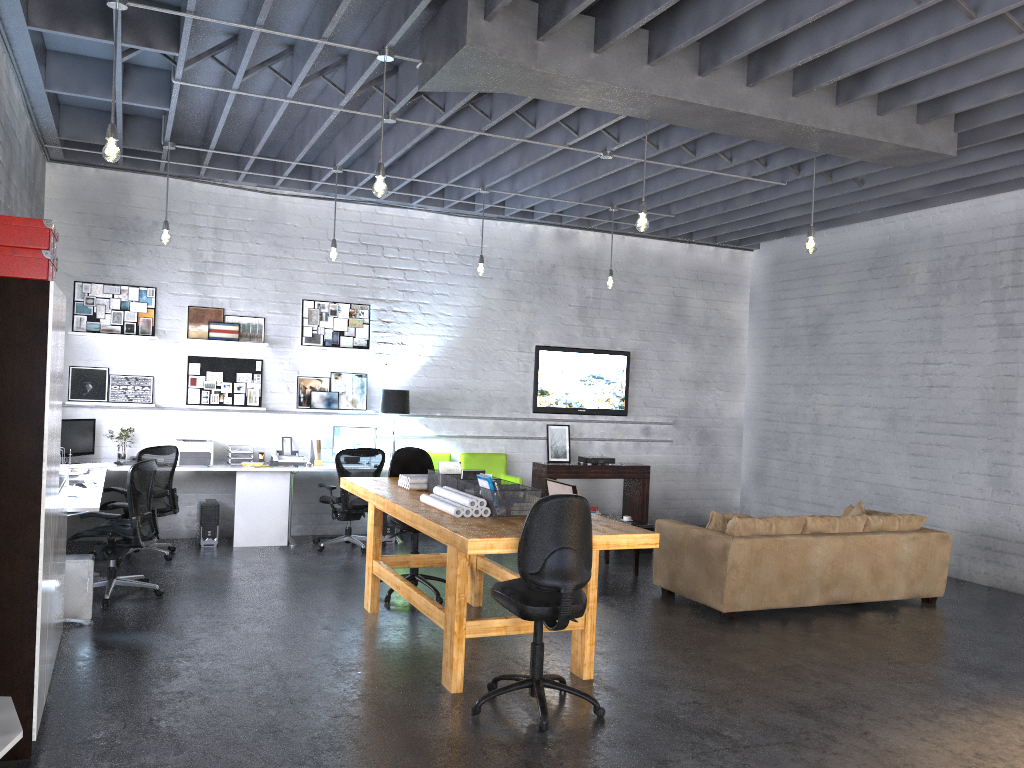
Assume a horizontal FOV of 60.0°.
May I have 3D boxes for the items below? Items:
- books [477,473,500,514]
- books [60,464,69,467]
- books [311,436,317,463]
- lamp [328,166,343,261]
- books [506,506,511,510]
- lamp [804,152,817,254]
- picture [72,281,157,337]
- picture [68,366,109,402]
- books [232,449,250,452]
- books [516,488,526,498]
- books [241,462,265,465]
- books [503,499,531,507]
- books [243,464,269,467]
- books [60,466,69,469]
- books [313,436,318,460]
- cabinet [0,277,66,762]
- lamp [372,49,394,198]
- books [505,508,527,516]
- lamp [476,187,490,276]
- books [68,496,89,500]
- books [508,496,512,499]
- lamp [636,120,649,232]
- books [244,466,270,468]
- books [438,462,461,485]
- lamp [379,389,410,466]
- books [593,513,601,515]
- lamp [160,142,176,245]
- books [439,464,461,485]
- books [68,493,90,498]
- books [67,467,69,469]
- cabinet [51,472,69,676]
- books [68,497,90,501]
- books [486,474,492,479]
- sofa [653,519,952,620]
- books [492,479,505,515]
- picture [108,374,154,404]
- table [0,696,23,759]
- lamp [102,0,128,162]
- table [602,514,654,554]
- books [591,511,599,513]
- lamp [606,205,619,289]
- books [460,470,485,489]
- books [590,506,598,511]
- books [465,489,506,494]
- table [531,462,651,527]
[{"bbox_3d":[-0.137,0.655,5.283,0.108,0.234,0.166,2,0,-24],"label":"books"},{"bbox_3d":[-3.981,0.703,7.626,0.297,0.006,0.210,3,0,-23],"label":"books"},{"bbox_3d":[-2.099,0.706,9.405,0.036,0.296,0.210,2,0,-24],"label":"books"},{"bbox_3d":[-1.653,-1.587,8.288,0.104,0.878,0.104,2,1,-24],"label":"lamp"},{"bbox_3d":[0.021,0.740,5.367,0.141,0.021,0.203,3,0,-23],"label":"books"},{"bbox_3d":[2.277,-1.424,6.703,0.104,0.878,0.104,3,1,20],"label":"lamp"},{"bbox_3d":[-3.923,-0.737,8.761,0.749,0.503,0.058,3,1,-24],"label":"picture"},{"bbox_3d":[-4.151,0.002,8.692,0.355,0.343,0.042,3,1,-24],"label":"picture"},{"bbox_3d":[-2.800,0.684,9.134,0.134,0.008,0.203,3,-1,-40],"label":"books"},{"bbox_3d":[-0.055,0.751,6.266,0.244,0.067,0.298,3,0,-14],"label":"books"},{"bbox_3d":[-2.591,0.795,8.868,0.211,0.014,0.148,3,0,-9],"label":"books"},{"bbox_3d":[0.020,0.718,5.360,0.127,0.022,0.181,3,0,-29],"label":"books"},{"bbox_3d":[-2.569,0.810,8.881,0.148,0.014,0.211,2,-1,41],"label":"books"},{"bbox_3d":[-3.979,0.714,7.622,0.297,0.006,0.210,3,0,-22],"label":"books"},{"bbox_3d":[-2.093,0.706,9.412,0.043,0.296,0.210,2,0,-24],"label":"books"},{"bbox_3d":[-2.309,0.572,4.137,0.291,2.047,0.873,2,0,-24],"label":"cabinet"},{"bbox_3d":[-0.784,-1.569,5.364,0.104,0.878,0.104,2,1,-24],"label":"lamp"},{"bbox_3d":[0.017,0.765,5.365,0.155,0.029,0.226,3,0,-24],"label":"books"},{"bbox_3d":[-0.296,-1.523,8.882,0.104,0.878,0.104,2,1,-24],"label":"lamp"},{"bbox_3d":[-3.044,0.774,6.088,0.209,0.012,0.158,3,0,0],"label":"books"},{"bbox_3d":[-0.150,0.709,5.630,0.250,0.022,0.205,3,0,-19],"label":"books"},{"bbox_3d":[0.915,-1.488,6.107,0.104,0.878,0.104,2,1,-24],"label":"lamp"},{"bbox_3d":[-2.559,0.825,8.899,0.148,0.014,0.211,2,0,31],"label":"books"},{"bbox_3d":[-0.442,0.659,6.314,0.171,0.210,0.046,2,1,-24],"label":"books"},{"bbox_3d":[-1.293,0.478,9.724,0.333,0.832,0.333,3,1,28],"label":"lamp"},{"bbox_3d":[0.844,1.431,9.794,0.223,0.026,0.161,2,0,36],"label":"books"},{"bbox_3d":[-2.995,-1.651,7.701,0.104,0.878,0.104,2,1,-24],"label":"lamp"},{"bbox_3d":[-0.432,0.666,6.284,0.158,0.200,0.082,2,0,-24],"label":"books"},{"bbox_3d":[-3.042,0.763,6.093,0.212,0.010,0.170,3,0,3],"label":"books"},{"bbox_3d":[-3.980,0.719,7.622,0.297,0.006,0.210,3,0,-24],"label":"books"},{"bbox_3d":[-2.836,1.068,5.053,0.465,1.021,1.151,2,0,-24],"label":"cabinet"},{"bbox_3d":[-3.041,0.785,6.087,0.213,0.012,0.158,3,0,1],"label":"books"},{"bbox_3d":[-0.211,0.679,5.827,0.143,0.188,0.061,2,0,-24],"label":"books"},{"bbox_3d":[2.463,1.518,7.586,2.331,0.628,1.104,3,0,-24],"label":"sofa"},{"bbox_3d":[-0.102,0.669,5.283,0.097,0.209,0.157,2,0,-24],"label":"books"},{"bbox_3d":[-3.799,0.051,8.844,0.410,0.277,0.036,3,1,-24],"label":"picture"},{"bbox_3d":[-1.724,1.345,2.546,0.517,0.532,1.336,2,0,-24],"label":"table"},{"bbox_3d":[-2.140,-1.633,4.771,0.104,0.878,0.104,2,1,-24],"label":"lamp"},{"bbox_3d":[0.950,1.629,9.681,0.873,0.300,0.873,3,0,-20],"label":"table"},{"bbox_3d":[0.834,1.406,9.793,0.208,0.024,0.144,3,0,-39],"label":"books"},{"bbox_3d":[1.067,-1.458,9.478,0.104,0.878,0.104,3,1,20],"label":"lamp"},{"bbox_3d":[-0.261,0.663,5.772,0.158,0.214,0.063,2,1,-24],"label":"books"},{"bbox_3d":[0.837,1.374,9.785,0.185,0.041,0.129,3,0,-29],"label":"books"},{"bbox_3d":[-0.157,0.684,5.623,0.184,0.027,0.232,2,0,38],"label":"books"},{"bbox_3d":[0.953,1.377,10.761,1.410,0.820,0.403,3,0,-24],"label":"table"}]
